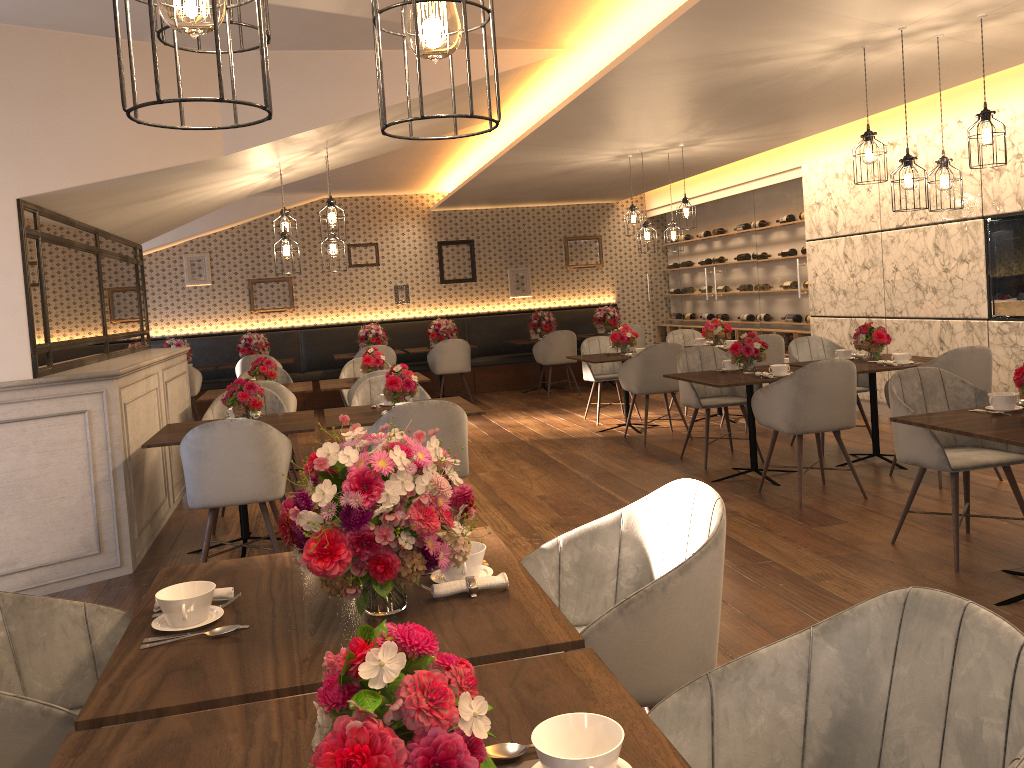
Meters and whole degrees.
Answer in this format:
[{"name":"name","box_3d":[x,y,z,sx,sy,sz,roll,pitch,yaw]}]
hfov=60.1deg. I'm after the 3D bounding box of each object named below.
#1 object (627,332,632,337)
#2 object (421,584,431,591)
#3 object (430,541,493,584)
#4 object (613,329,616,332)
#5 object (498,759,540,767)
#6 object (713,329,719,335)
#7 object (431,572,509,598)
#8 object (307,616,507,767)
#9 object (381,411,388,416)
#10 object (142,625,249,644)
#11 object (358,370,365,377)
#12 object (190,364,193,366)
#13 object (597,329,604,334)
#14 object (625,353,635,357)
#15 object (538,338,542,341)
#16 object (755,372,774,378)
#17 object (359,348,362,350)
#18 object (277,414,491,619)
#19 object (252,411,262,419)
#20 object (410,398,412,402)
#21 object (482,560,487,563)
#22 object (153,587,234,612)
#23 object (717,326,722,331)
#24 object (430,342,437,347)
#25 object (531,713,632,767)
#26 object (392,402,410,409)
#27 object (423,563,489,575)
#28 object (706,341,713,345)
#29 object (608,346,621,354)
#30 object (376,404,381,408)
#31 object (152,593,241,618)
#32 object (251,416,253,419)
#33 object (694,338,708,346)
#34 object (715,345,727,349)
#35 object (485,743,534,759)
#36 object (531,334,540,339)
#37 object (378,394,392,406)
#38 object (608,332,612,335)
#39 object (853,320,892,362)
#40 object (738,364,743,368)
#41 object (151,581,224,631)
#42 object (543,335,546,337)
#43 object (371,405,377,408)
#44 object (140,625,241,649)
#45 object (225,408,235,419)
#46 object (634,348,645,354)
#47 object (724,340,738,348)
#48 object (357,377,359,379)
[{"name":"object","box_3d":[1.104,-0.467,8.480,0.077,0.052,0.046,0,6,39]},{"name":"object","box_3d":[-0.110,0.456,2.009,0.193,0.024,0.025,-5,4,-13]},{"name":"object","box_3d":[-0.120,0.424,2.088,0.148,0.072,0.149,-1,6,30]},{"name":"object","box_3d":[1.475,-0.722,12.235,0.148,0.072,0.149,0,6,35]},{"name":"object","box_3d":[0.049,0.533,1.251,0.211,0.004,0.022,-5,6,-13]},{"name":"object","box_3d":[1.988,-0.509,8.663,0.049,0.052,0.078,-4,5,-3]},{"name":"object","box_3d":[-0.093,0.451,1.977,0.176,0.039,0.056,-5,5,-13]},{"name":"object","box_3d":[-0.123,0.417,1.030,0.234,0.300,0.306,-4,4,6]},{"name":"object","box_3d":[-0.726,0.175,5.110,0.056,0.039,0.176,-5,6,-13]},{"name":"object","box_3d":[-0.658,0.521,1.849,0.211,0.004,0.022,-5,6,-13]},{"name":"object","box_3d":[-1.310,-0.094,7.981,0.148,0.072,0.149,1,7,45]},{"name":"object","box_3d":[-4.200,-0.242,11.562,0.056,0.039,0.176,-5,6,-13]},{"name":"object","box_3d":[1.304,-0.769,12.819,0.148,0.072,0.149,-1,6,30]},{"name":"object","box_3d":[1.096,-0.269,8.217,0.056,0.039,0.176,-5,6,-13]},{"name":"object","box_3d":[0.392,-0.604,11.987,0.056,0.039,0.176,-5,6,-13]},{"name":"object","box_3d":[1.653,-0.061,5.803,0.056,0.039,0.176,-5,6,-13]},{"name":"object","box_3d":[-2.002,-0.463,12.064,0.148,0.072,0.149,0,6,35]},{"name":"object","box_3d":[-0.288,0.276,1.914,0.420,0.424,0.406,-6,5,-24]},{"name":"object","box_3d":[-1.595,0.192,5.536,0.056,0.039,0.176,-5,6,-13]},{"name":"object","box_3d":[-0.676,0.107,5.746,0.056,0.039,0.176,-5,6,-13]},{"name":"object","box_3d":[-0.162,0.445,2.195,0.197,0.015,0.043,-6,6,-17]},{"name":"object","box_3d":[-0.728,0.489,2.029,0.176,0.039,0.056,-5,5,-13]},{"name":"object","box_3d":[2.011,-0.540,8.655,0.048,0.052,0.076,-7,5,-33]},{"name":"object","box_3d":[-1.059,-0.550,12.279,0.148,0.072,0.149,0,6,35]},{"name":"object","box_3d":[0.090,0.502,1.179,0.148,0.072,0.149,-1,6,30]},{"name":"object","box_3d":[-0.616,0.148,5.135,0.148,0.072,0.149,1,7,45]},{"name":"object","box_3d":[-0.161,0.454,2.159,0.211,0.004,0.022,-5,6,-13]},{"name":"object","box_3d":[2.039,-0.420,9.058,0.056,0.039,0.176,-5,6,-13]},{"name":"object","box_3d":[1.034,-0.343,8.827,0.149,0.072,0.148,-8,6,-35]},{"name":"object","box_3d":[-0.855,0.144,5.679,0.022,0.004,0.211,-5,6,-13]},{"name":"object","box_3d":[-0.710,0.498,1.998,0.193,0.024,0.025,-5,4,-13]},{"name":"object","box_3d":[-1.626,0.203,5.519,0.025,0.024,0.193,-5,6,-13]},{"name":"object","box_3d":[1.927,-0.426,9.031,0.149,0.072,0.148,-8,6,-35]},{"name":"object","box_3d":[1.989,-0.351,8.422,0.056,0.039,0.176,-5,6,-13]},{"name":"object","box_3d":[0.047,0.523,1.286,0.197,0.015,0.043,-6,6,-17]},{"name":"object","box_3d":[0.330,-0.679,12.597,0.148,0.072,0.149,0,6,35]},{"name":"object","box_3d":[-0.788,0.100,5.720,0.148,0.072,0.149,1,7,45]},{"name":"object","box_3d":[1.366,-0.695,12.210,0.056,0.039,0.176,-5,6,-13]},{"name":"object","box_3d":[2.582,-0.311,6.323,0.234,0.300,0.306,-5,4,-11]},{"name":"object","box_3d":[1.703,-0.129,6.439,0.056,0.039,0.176,-5,6,-13]},{"name":"object","box_3d":[-0.703,0.482,1.917,0.148,0.072,0.149,-1,6,30]},{"name":"object","box_3d":[0.502,-0.631,12.012,0.148,0.072,0.149,-1,6,30]},{"name":"object","box_3d":[-0.892,0.141,5.677,0.043,0.015,0.198,-6,6,-16]},{"name":"object","box_3d":[-0.657,0.519,1.813,0.197,0.015,0.043,-6,6,-17]},{"name":"object","box_3d":[-1.707,0.185,5.510,0.148,0.072,0.149,1,7,45]},{"name":"object","box_3d":[1.206,-0.296,8.242,0.149,0.072,0.148,-8,6,-35]},{"name":"object","box_3d":[2.099,-0.379,8.446,0.149,0.072,0.148,-8,6,-35]},{"name":"object","box_3d":[-1.377,-0.051,7.939,0.022,0.004,0.211,-5,6,-13]}]
